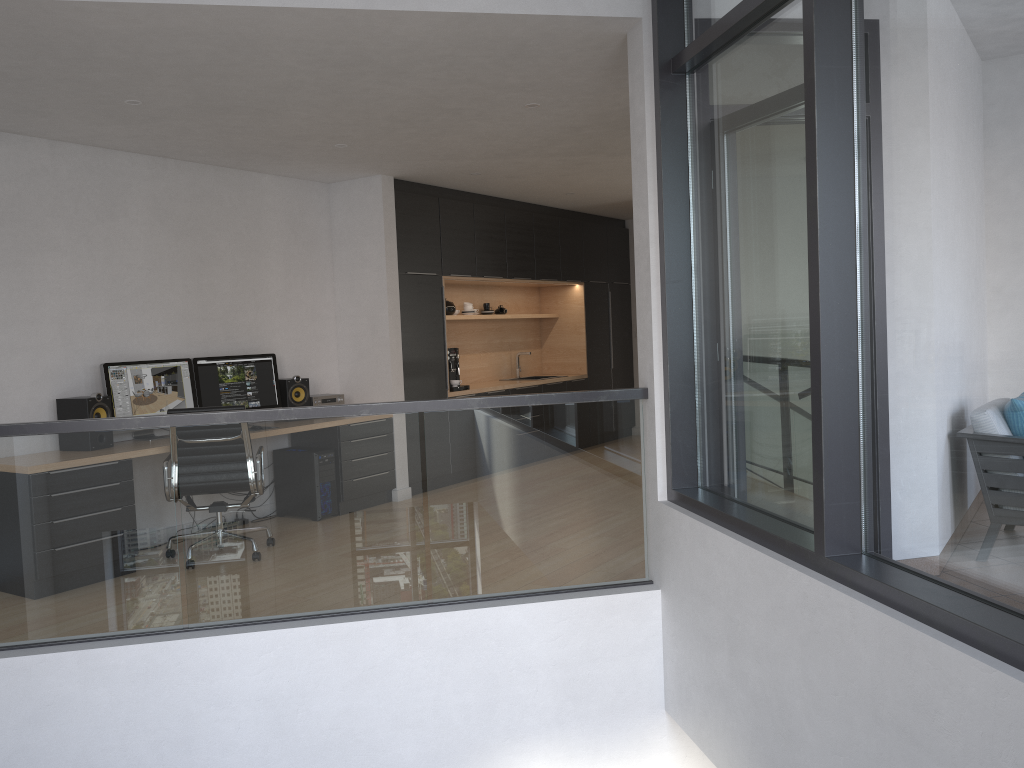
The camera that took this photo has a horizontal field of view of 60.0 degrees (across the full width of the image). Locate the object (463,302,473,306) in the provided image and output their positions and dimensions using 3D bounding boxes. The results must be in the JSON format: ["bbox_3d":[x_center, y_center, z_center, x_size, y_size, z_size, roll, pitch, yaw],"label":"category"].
[{"bbox_3d":[-0.444,-0.787,8.939,0.095,0.075,0.098,-6,5,-45],"label":"object"}]

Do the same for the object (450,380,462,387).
[{"bbox_3d":[-0.529,-0.005,8.232,0.099,0.057,0.095,0,4,36],"label":"object"}]

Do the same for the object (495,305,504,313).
[{"bbox_3d":[-0.141,-0.794,9.483,0.066,0.093,0.100,-5,5,-41],"label":"object"}]

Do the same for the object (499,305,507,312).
[{"bbox_3d":[-0.100,-0.804,9.530,0.100,0.093,0.066,1,5,43],"label":"object"}]

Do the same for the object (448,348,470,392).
[{"bbox_3d":[-0.607,-0.148,8.478,0.584,0.398,0.618,0,4,34],"label":"object"}]

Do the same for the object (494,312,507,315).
[{"bbox_3d":[-0.122,-0.752,9.504,0.145,0.025,0.145,0,4,36],"label":"object"}]

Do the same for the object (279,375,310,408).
[{"bbox_3d":[-1.745,0.108,7.025,0.198,0.354,0.249,-5,5,-41],"label":"object"}]

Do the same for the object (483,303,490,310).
[{"bbox_3d":[-0.264,-0.797,9.244,0.066,0.092,0.084,-2,3,2],"label":"object"}]

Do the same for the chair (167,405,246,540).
[{"bbox_3d":[-1.933,0.622,5.753,0.664,0.991,0.699,-3,3,-6],"label":"chair"}]

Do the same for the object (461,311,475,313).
[{"bbox_3d":[-0.440,-0.716,8.946,0.145,0.025,0.145,-1,4,20],"label":"object"}]

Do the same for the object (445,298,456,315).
[{"bbox_3d":[-0.651,-0.754,8.691,0.240,0.171,0.213,-4,4,-20],"label":"object"}]

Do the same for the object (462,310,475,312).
[{"bbox_3d":[-0.441,-0.729,8.942,0.145,0.025,0.145,-1,4,20],"label":"object"}]

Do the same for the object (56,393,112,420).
[{"bbox_3d":[-2.686,0.234,5.588,0.249,0.354,0.198,-1,4,19],"label":"object"}]

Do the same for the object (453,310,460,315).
[{"bbox_3d":[-0.577,-0.712,8.904,0.099,0.057,0.095,-3,3,-9],"label":"object"}]

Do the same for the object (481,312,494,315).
[{"bbox_3d":[-0.257,-0.731,9.254,0.145,0.025,0.145,-6,5,-43],"label":"object"}]

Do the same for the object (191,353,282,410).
[{"bbox_3d":[-2.057,0.054,6.627,0.190,0.535,0.716,0,4,39],"label":"object"}]

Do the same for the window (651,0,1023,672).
[{"bbox_3d":[1.222,-0.559,1.443,0.170,2.402,5.002,-3,3,-11],"label":"window"}]

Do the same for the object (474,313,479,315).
[{"bbox_3d":[-0.408,-0.720,9.183,0.145,0.025,0.145,-6,5,-43],"label":"object"}]

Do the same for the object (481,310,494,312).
[{"bbox_3d":[-0.258,-0.755,9.253,0.145,0.025,0.145,-6,5,-43],"label":"object"}]

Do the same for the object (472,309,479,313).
[{"bbox_3d":[-0.410,-0.745,9.182,0.099,0.057,0.095,0,4,31],"label":"object"}]

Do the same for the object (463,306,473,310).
[{"bbox_3d":[-0.443,-0.754,8.945,0.095,0.057,0.099,-2,3,6],"label":"object"}]

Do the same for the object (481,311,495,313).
[{"bbox_3d":[-0.255,-0.743,9.255,0.145,0.025,0.145,-6,5,-43],"label":"object"}]

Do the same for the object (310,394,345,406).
[{"bbox_3d":[-1.549,0.178,7.213,0.285,0.174,0.270,-5,5,-41],"label":"object"}]

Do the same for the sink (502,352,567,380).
[{"bbox_3d":[0.243,-0.095,9.756,0.512,0.518,0.626,0,4,34],"label":"sink"}]

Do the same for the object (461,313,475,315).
[{"bbox_3d":[-0.440,-0.705,8.944,0.145,0.025,0.145,-1,4,20],"label":"object"}]
